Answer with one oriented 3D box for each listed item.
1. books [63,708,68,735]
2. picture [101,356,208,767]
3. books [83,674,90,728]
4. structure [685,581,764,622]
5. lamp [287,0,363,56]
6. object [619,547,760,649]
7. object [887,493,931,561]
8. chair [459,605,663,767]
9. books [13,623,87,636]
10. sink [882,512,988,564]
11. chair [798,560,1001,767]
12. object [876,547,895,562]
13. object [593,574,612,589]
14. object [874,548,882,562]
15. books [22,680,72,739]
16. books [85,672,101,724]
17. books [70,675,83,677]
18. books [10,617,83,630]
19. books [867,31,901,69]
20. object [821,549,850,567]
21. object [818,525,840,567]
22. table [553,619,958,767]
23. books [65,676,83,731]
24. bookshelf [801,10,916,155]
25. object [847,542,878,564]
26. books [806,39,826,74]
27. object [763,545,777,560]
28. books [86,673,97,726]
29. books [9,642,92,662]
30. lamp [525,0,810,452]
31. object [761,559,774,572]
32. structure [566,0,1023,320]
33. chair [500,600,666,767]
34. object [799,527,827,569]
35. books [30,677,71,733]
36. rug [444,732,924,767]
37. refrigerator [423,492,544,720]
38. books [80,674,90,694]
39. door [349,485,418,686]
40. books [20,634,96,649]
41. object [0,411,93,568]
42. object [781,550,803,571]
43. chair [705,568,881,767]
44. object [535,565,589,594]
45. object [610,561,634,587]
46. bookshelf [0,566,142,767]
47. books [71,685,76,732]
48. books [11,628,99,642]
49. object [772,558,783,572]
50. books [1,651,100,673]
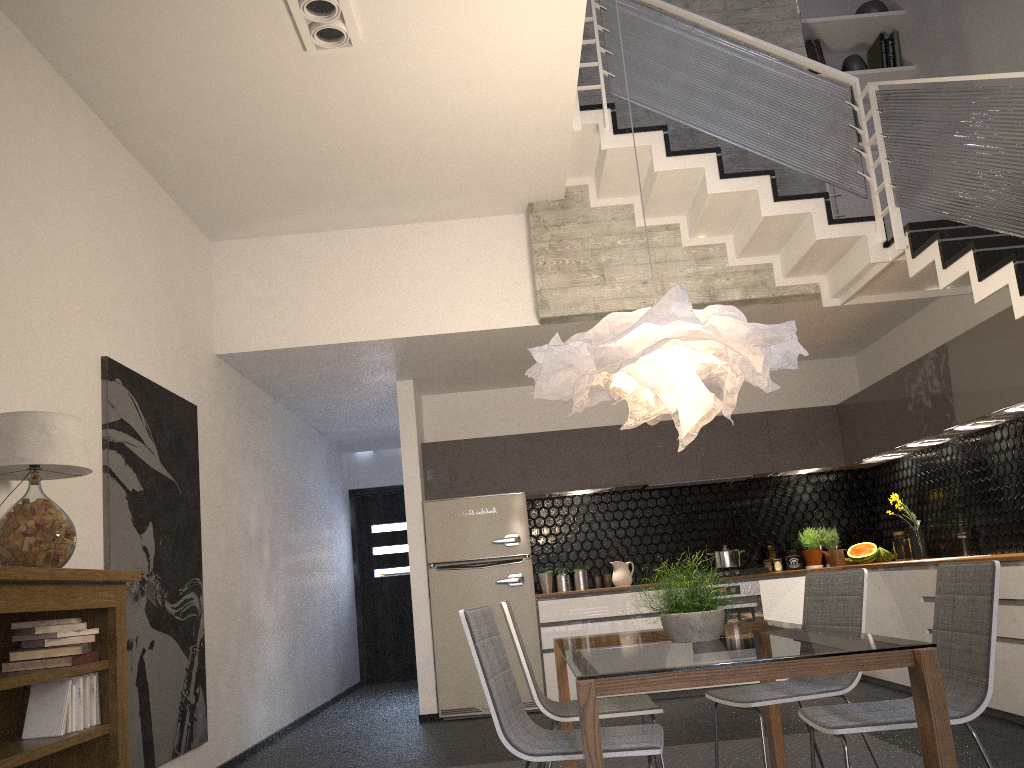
[{"bbox_3d":[-1.613,1.145,3.090,0.120,0.156,0.057,-5,-10,0],"label":"books"},{"bbox_3d":[-1.905,0.986,4.784,0.033,2.008,1.245,-5,-11,-1],"label":"picture"},{"bbox_3d":[-1.612,1.161,3.230,0.135,0.187,0.015,-5,-10,0],"label":"books"},{"bbox_3d":[1.703,1.938,7.256,0.587,0.583,0.590,-5,-11,-1],"label":"structure"},{"bbox_3d":[-0.835,-1.659,3.858,0.253,0.065,0.651,-5,-13,-1],"label":"lamp"},{"bbox_3d":[0.652,0.799,3.341,0.531,0.364,0.675,-4,-12,-5],"label":"object"},{"bbox_3d":[3.106,1.117,6.961,0.258,0.537,0.430,-10,-12,23],"label":"object"},{"bbox_3d":[0.189,1.172,2.898,0.602,0.911,0.479,-7,-11,9],"label":"chair"},{"bbox_3d":[-1.686,0.895,3.230,0.175,0.023,0.245,7,-18,-44],"label":"books"},{"bbox_3d":[2.946,1.139,6.165,0.489,0.444,0.731,-5,-12,-1],"label":"sink"},{"bbox_3d":[1.287,1.068,2.893,0.601,0.911,0.479,-6,-10,2],"label":"chair"},{"bbox_3d":[3.125,1.419,7.389,0.149,0.126,0.225,-15,-15,39],"label":"object"},{"bbox_3d":[0.776,1.695,7.596,0.160,0.109,0.078,-6,-11,5],"label":"object"},{"bbox_3d":[3.144,1.460,7.562,0.132,0.118,0.205,-9,-13,19],"label":"object"},{"bbox_3d":[-1.613,1.128,3.073,0.135,0.180,0.078,-5,-10,0],"label":"books"},{"bbox_3d":[-1.611,1.179,3.308,0.135,0.187,0.031,-5,-10,0],"label":"books"},{"bbox_3d":[-1.612,1.151,3.183,0.135,0.187,0.015,-5,-10,0],"label":"books"},{"bbox_3d":[-1.696,0.873,3.233,0.205,0.022,0.156,-2,-13,-15],"label":"books"},{"bbox_3d":[2.820,-2.419,6.706,0.160,0.378,0.268,-5,-11,-1],"label":"books"},{"bbox_3d":[2.723,1.459,7.428,0.211,0.139,0.125,-13,-14,33],"label":"object"},{"bbox_3d":[2.720,1.367,7.558,0.170,0.375,0.185,-13,-13,36],"label":"object"},{"bbox_3d":[0.716,1.309,3.264,0.997,0.707,1.818,-5,-12,-1],"label":"table"},{"bbox_3d":[-1.605,1.146,3.166,0.136,0.187,0.018,-5,-10,0],"label":"books"},{"bbox_3d":[2.443,-2.105,6.597,0.973,1.096,0.447,-5,-10,0],"label":"bookshelf"},{"bbox_3d":[2.910,1.405,7.347,0.237,0.173,0.219,-12,-13,28],"label":"object"},{"bbox_3d":[2.289,-2.367,6.721,0.134,0.379,0.275,-5,-11,-1],"label":"books"},{"bbox_3d":[2.215,1.448,7.608,0.083,0.112,0.083,-1,-12,-20],"label":"object"},{"bbox_3d":[-1.613,1.174,3.284,0.136,0.187,0.018,-5,-10,0],"label":"books"},{"bbox_3d":[-0.294,-2.006,5.639,0.362,6.645,5.411,-14,-14,39],"label":"books"},{"bbox_3d":[0.381,-2.281,3.874,1.119,5.163,1.070,-7,-10,10],"label":"lamp"},{"bbox_3d":[2.192,1.563,7.601,0.083,0.112,0.083,-5,-11,-1],"label":"object"},{"bbox_3d":[0.845,-2.205,4.878,4.234,8.229,8.546,-5,-11,-1],"label":"structure"},{"bbox_3d":[0.290,1.328,3.624,0.601,0.911,0.480,-5,-10,0],"label":"chair"},{"bbox_3d":[2.581,1.396,7.573,0.245,0.350,0.236,-6,-11,3],"label":"object"},{"bbox_3d":[-1.630,1.140,3.129,0.136,0.187,0.018,-5,-10,0],"label":"books"},{"bbox_3d":[0.744,1.649,3.187,2.370,0.006,3.724,-5,-13,-1],"label":"rug"},{"bbox_3d":[-0.224,1.799,7.253,0.829,1.695,0.777,-5,-10,-1],"label":"refrigerator"},{"bbox_3d":[-1.628,1.171,3.265,0.136,0.187,0.018,-5,-10,0],"label":"books"},{"bbox_3d":[-1.310,2.354,10.520,1.108,2.293,0.162,-5,-10,0],"label":"door"},{"bbox_3d":[-1.663,0.943,3.243,0.227,0.029,0.180,-16,-17,40],"label":"books"},{"bbox_3d":[-1.758,0.416,3.262,0.389,0.576,0.393,1,-13,-31],"label":"object"},{"bbox_3d":[2.398,1.512,7.598,0.141,0.172,0.143,-5,-11,-1],"label":"object"},{"bbox_3d":[1.152,1.249,3.629,0.601,0.911,0.480,-3,-11,-14],"label":"chair"},{"bbox_3d":[0.436,1.665,7.565,0.482,0.219,0.174,-5,-11,-3],"label":"object"},{"bbox_3d":[0.947,1.622,7.572,0.190,0.213,0.173,-8,-11,13],"label":"object"},{"bbox_3d":[-1.641,1.113,2.447,0.451,1.160,1.938,-5,-12,-1],"label":"bookshelf"},{"bbox_3d":[-1.612,1.157,3.147,0.120,0.157,0.016,-5,-10,0],"label":"books"},{"bbox_3d":[-1.673,0.919,3.244,0.244,0.019,0.176,-11,-14,24],"label":"books"},{"bbox_3d":[2.279,1.554,7.597,0.083,0.112,0.083,-7,-11,9],"label":"object"},{"bbox_3d":[-1.644,0.994,3.170,0.230,0.034,0.289,-4,-13,-8],"label":"books"}]
